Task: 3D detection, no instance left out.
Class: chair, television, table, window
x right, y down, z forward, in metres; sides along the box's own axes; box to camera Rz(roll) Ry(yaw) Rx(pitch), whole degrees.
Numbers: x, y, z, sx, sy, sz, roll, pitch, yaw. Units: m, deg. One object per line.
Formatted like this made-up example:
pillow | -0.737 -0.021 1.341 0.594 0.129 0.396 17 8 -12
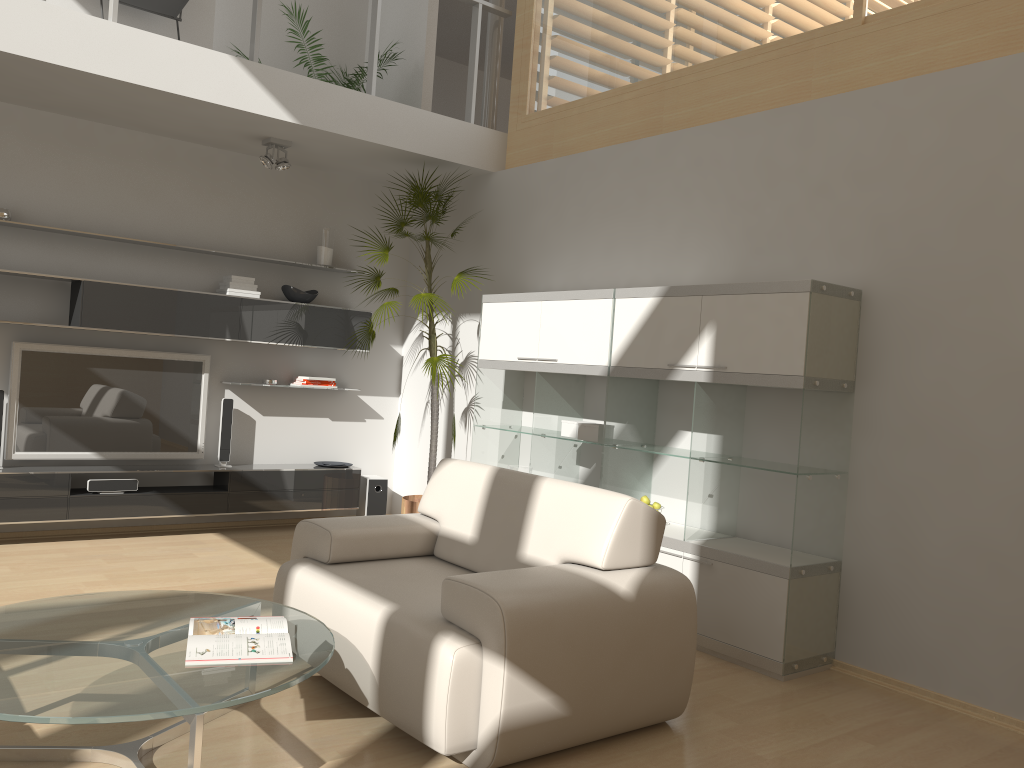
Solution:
chair | -2.328 -2.388 5.621 0.628 0.825 0.537 4 1 -38
television | -2.642 0.131 5.873 1.224 0.735 0.096 4 1 -38
table | -1.160 0.961 2.692 1.198 0.370 1.198 4 1 -21
window | 2.570 -2.808 3.289 0.020 2.200 2.525 4 1 -38
window | 0.965 -2.942 5.298 0.020 2.200 2.525 4 1 -38
chair | -0.163 0.781 3.552 1.165 0.846 1.562 4 1 -38

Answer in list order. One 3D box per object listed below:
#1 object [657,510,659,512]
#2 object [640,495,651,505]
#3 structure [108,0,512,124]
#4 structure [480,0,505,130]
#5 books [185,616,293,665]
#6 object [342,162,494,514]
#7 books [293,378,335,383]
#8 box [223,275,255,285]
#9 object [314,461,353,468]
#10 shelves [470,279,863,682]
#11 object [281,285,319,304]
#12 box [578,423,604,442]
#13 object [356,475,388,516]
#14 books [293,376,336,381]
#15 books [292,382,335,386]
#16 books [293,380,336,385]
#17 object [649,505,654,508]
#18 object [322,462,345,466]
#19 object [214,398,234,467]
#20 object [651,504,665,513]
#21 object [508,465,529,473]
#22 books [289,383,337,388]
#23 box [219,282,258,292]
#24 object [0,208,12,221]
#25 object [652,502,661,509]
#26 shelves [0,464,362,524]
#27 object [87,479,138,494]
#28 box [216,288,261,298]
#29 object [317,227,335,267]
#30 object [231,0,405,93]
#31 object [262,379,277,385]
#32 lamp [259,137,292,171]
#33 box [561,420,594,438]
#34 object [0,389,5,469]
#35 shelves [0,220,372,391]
object | 0.761 0.686 4.689 0.040 0.040 0.039 5 1 43
object | 0.709 0.620 4.715 0.055 0.056 0.055 4 1 -38
structure | -2.171 -2.406 4.847 5.400 0.900 0.080 4 1 -38
structure | -0.100 -3.031 6.636 0.122 2.400 0.121 4 1 4
books | -0.848 0.778 2.756 0.297 0.037 0.440 4 1 -18
object | -0.087 -0.148 5.799 2.706 2.668 0.983 4 1 32
books | -1.490 -0.027 6.670 0.254 0.015 0.190 4 1 -37
box | -1.928 -0.730 6.258 0.168 0.047 0.168 4 1 -38
object | -1.363 0.617 6.762 0.294 0.020 0.294 4 1 1
shelves | 0.646 0.370 4.928 0.408 1.756 2.432 4 1 -38
object | -1.564 -0.650 6.541 0.223 0.125 0.317 4 1 30
box | 0.475 0.275 5.041 0.146 0.094 0.146 5 1 42
object | -1.100 0.919 6.957 0.150 0.374 0.275 4 1 -28
books | -1.484 -0.043 6.658 0.227 0.017 0.230 3 1 -43
books | -1.491 0.001 6.666 0.268 0.011 0.190 4 1 -37
books | -1.484 -0.012 6.673 0.254 0.015 0.190 3 1 -42
object | 0.730 0.658 4.696 0.040 0.038 0.040 4 1 23
object | -1.363 0.614 6.762 0.178 0.020 0.178 4 1 35
object | -2.032 0.343 6.288 0.111 0.483 0.116 4 1 -32
object | 0.703 0.699 4.707 0.206 0.105 0.206 4 1 7
object | 0.045 0.612 5.620 0.172 0.177 0.130 5 1 41
books | -1.496 0.013 6.664 0.296 0.013 0.210 4 1 -38
box | -1.932 -0.682 6.259 0.200 0.047 0.200 4 1 -38
object | -3.090 -1.024 5.363 0.115 0.081 0.115 4 1 33
object | 0.768 0.649 4.707 0.047 0.045 0.047 4 1 -38
shelves | -2.911 0.687 5.568 4.236 0.312 0.300 4 1 -38
object | -2.579 0.657 5.713 0.300 0.092 0.085 4 1 -38
box | -1.932 -0.635 6.260 0.232 0.047 0.232 4 1 -38
object | -1.409 -1.026 6.692 0.129 0.291 0.129 4 1 24
object | -1.457 -2.462 7.119 1.331 1.069 1.491 4 1 -41
object | -1.771 -0.016 6.482 0.106 0.035 0.105 4 1 -3
lamp | -1.579 -1.526 5.928 0.214 0.195 0.150 4 1 -38
box | 0.391 0.267 5.230 0.146 0.094 0.146 4 1 -33
object | -3.151 0.273 5.400 0.111 0.483 0.116 3 1 -42
shelves | -2.827 -0.509 5.556 4.236 0.914 0.300 4 1 -38
